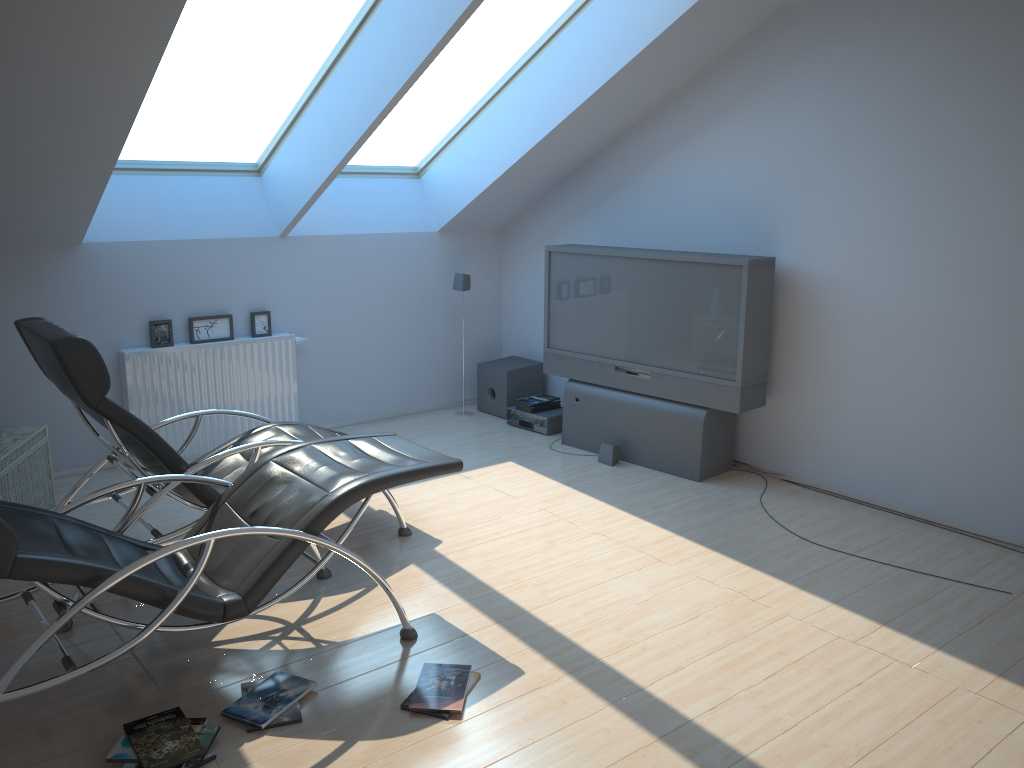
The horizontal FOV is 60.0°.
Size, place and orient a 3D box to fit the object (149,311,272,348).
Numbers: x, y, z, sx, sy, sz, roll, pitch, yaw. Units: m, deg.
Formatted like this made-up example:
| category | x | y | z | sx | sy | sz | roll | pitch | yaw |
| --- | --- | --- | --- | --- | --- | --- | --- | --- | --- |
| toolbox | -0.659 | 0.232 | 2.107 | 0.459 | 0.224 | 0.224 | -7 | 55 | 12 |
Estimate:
| category | x | y | z | sx | sy | sz | roll | pitch | yaw |
| --- | --- | --- | --- | --- | --- | --- | --- | --- | --- |
| object | -2.088 | -0.385 | 6.195 | 0.846 | 0.180 | 0.030 | -10 | 16 | -38 |

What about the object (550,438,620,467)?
| category | x | y | z | sx | sy | sz | roll | pitch | yaw |
| --- | --- | --- | --- | --- | --- | --- | --- | --- | --- |
| object | 0.461 | 0.377 | 6.576 | 0.394 | 0.141 | 1.163 | -2 | 13 | -10 |

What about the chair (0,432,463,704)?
| category | x | y | z | sx | sy | sz | roll | pitch | yaw |
| --- | --- | --- | --- | --- | --- | --- | --- | --- | --- |
| chair | -1.220 | 0.630 | 3.501 | 2.114 | 0.953 | 0.836 | -10 | 16 | -38 |

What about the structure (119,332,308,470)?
| category | x | y | z | sx | sy | sz | roll | pitch | yaw |
| --- | --- | --- | --- | --- | --- | --- | --- | --- | --- |
| structure | -2.047 | 0.087 | 6.300 | 1.324 | 0.800 | 0.120 | -10 | 16 | -38 |

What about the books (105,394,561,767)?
| category | x | y | z | sx | sy | sz | roll | pitch | yaw |
| --- | --- | --- | --- | --- | --- | --- | --- | --- | --- |
| books | -0.144 | 0.702 | 4.901 | 1.045 | 0.222 | 4.790 | 4 | 13 | 18 |

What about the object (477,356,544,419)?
| category | x | y | z | sx | sy | sz | roll | pitch | yaw |
| --- | --- | --- | --- | --- | --- | --- | --- | --- | --- |
| object | -0.017 | 0.019 | 7.483 | 0.401 | 0.424 | 0.400 | -10 | 16 | -38 |

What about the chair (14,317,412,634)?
| category | x | y | z | sx | sy | sz | roll | pitch | yaw |
| --- | --- | --- | --- | --- | --- | --- | --- | --- | --- |
| chair | -1.437 | 0.251 | 4.521 | 1.938 | 1.251 | 0.836 | -10 | 16 | -38 |

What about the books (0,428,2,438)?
| category | x | y | z | sx | sy | sz | roll | pitch | yaw |
| --- | --- | --- | --- | --- | --- | --- | --- | --- | --- |
| books | -2.873 | 0.162 | 4.781 | 0.149 | 0.300 | 0.149 | 5 | 13 | 21 |

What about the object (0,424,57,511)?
| category | x | y | z | sx | sy | sz | roll | pitch | yaw |
| --- | --- | --- | --- | --- | --- | --- | --- | --- | --- |
| object | -2.983 | 0.571 | 4.752 | 0.744 | 0.518 | 0.745 | -2 | 13 | -9 |

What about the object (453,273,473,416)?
| category | x | y | z | sx | sy | sz | roll | pitch | yaw |
| --- | --- | --- | --- | --- | --- | --- | --- | --- | --- |
| object | -0.401 | -0.324 | 7.315 | 0.158 | 1.181 | 0.160 | -10 | 16 | -38 |

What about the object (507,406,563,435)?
| category | x | y | z | sx | sy | sz | roll | pitch | yaw |
| --- | --- | --- | --- | --- | --- | --- | --- | --- | --- |
| object | 0.235 | 0.266 | 7.048 | 0.358 | 0.138 | 0.450 | -12 | 17 | -43 |

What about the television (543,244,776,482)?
| category | x | y | z | sx | sy | sz | roll | pitch | yaw |
| --- | --- | --- | --- | --- | --- | --- | --- | --- | --- |
| television | 0.934 | -0.193 | 6.141 | 0.400 | 1.446 | 1.686 | -12 | 17 | -43 |
